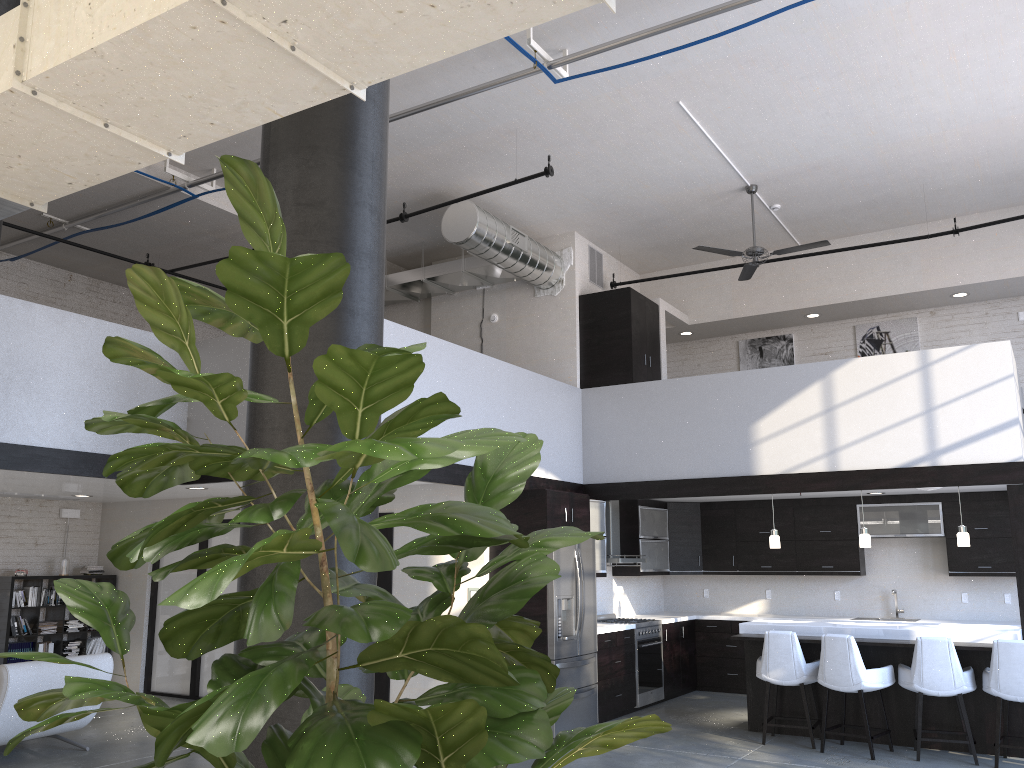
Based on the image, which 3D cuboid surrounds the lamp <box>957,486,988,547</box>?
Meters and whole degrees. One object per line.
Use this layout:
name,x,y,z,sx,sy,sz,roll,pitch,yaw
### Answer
lamp,4.597,1.322,8.865,0.124,0.622,1.952,-7,-13,31

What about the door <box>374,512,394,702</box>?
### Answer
door,-1.442,2.353,8.975,0.750,2.052,0.272,-7,-12,31

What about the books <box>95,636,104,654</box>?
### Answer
books,-5.050,3.197,10.808,0.162,0.224,0.097,-7,-13,31

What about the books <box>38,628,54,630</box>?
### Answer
books,-5.454,2.846,10.304,0.275,0.024,0.185,-7,-13,32

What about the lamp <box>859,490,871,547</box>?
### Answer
lamp,3.380,1.257,8.536,0.100,0.622,0.100,-8,-13,37

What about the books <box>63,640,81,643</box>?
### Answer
books,-5.238,3.054,10.509,0.260,0.010,0.150,-8,-14,36

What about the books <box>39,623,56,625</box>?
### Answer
books,-5.473,2.785,10.314,0.185,0.024,0.275,-9,-14,37

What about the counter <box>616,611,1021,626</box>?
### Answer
counter,3.372,2.666,9.928,4.241,0.044,1.713,-7,-13,31

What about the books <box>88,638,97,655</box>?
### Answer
books,-5.107,3.182,10.712,0.141,0.215,0.097,-7,-13,31

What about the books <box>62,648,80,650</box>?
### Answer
books,-5.247,3.137,10.489,0.198,0.010,0.139,-3,-12,12

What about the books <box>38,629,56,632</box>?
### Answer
books,-5.453,2.868,10.304,0.270,0.030,0.172,-7,-13,32

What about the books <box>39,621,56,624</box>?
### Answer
books,-5.470,2.773,10.312,0.185,0.019,0.279,-9,-14,38

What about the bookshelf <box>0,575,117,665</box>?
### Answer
bookshelf,-5.389,2.948,10.392,0.389,1.378,1.312,-7,-13,31

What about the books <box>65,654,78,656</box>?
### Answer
books,-5.246,3.196,10.479,0.202,0.010,0.121,-7,-13,31

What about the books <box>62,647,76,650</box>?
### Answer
books,-5.265,3.131,10.506,0.133,0.010,0.221,9,-15,-39

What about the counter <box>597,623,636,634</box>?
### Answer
counter,0.771,2.505,9.111,0.677,0.046,0.921,-7,-13,31

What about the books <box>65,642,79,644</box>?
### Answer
books,-5.262,3.066,10.517,0.220,0.010,0.134,-6,-13,28

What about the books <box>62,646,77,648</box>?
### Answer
books,-5.255,3.105,10.494,0.132,0.014,0.251,11,-16,-43

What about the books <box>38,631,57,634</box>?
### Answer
books,-5.452,2.883,10.298,0.275,0.028,0.185,-7,-13,32

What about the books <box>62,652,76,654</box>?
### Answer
books,-5.269,3.171,10.482,0.213,0.013,0.148,-10,-15,42

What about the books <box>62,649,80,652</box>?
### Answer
books,-5.253,3.155,10.491,0.221,0.023,0.131,-3,-12,14

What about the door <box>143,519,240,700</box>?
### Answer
door,-3.634,2.606,10.236,1.752,2.055,0.160,-7,-12,31

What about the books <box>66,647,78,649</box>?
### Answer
books,-5.238,3.121,10.509,0.117,0.010,0.257,9,-14,-37

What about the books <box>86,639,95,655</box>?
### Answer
books,-5.125,3.184,10.690,0.149,0.202,0.094,-7,-13,31

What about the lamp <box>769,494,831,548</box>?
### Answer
lamp,3.173,1.497,9.727,0.124,0.622,1.956,-7,-13,33

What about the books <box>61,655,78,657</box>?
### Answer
books,-5.259,3.212,10.486,0.211,0.017,0.150,-8,-14,33

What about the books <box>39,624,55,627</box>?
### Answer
books,-5.477,2.807,10.310,0.172,0.030,0.270,-9,-14,37

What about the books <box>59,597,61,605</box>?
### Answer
books,-5.354,2.518,10.448,0.107,0.168,0.008,-7,-12,31

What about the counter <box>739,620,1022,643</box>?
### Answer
counter,3.361,2.257,8.138,2.295,0.095,0.979,-7,-13,31

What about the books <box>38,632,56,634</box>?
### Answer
books,-5.459,2.890,10.288,0.275,0.014,0.185,-7,-13,32

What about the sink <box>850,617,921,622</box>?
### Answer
sink,4.201,2.731,9.959,0.677,0.168,0.476,-7,-13,31

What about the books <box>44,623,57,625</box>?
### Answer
books,-5.474,2.792,10.308,0.185,0.022,0.270,-9,-14,37

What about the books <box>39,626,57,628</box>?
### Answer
books,-5.473,2.823,10.309,0.185,0.028,0.275,-9,-14,37

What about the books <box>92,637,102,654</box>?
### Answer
books,-5.076,3.191,10.778,0.160,0.221,0.086,-7,-13,31

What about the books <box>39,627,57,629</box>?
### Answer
books,-5.457,2.834,10.303,0.275,0.019,0.185,-7,-13,32

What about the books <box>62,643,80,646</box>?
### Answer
books,-5.259,3.078,10.499,0.262,0.020,0.160,-7,-13,31

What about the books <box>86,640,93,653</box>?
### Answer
books,-5.141,3.181,10.654,0.149,0.194,0.118,-7,-13,31

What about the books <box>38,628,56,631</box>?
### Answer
books,-5.458,2.853,10.303,0.270,0.022,0.185,-7,-13,32

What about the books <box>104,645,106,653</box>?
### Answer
books,-4.994,3.215,10.817,0.111,0.192,0.025,-5,-12,26

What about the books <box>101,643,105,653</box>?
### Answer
books,-5.000,3.223,10.808,0.112,0.171,0.023,-6,-12,26

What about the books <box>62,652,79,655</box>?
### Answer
books,-5.257,3.183,10.474,0.204,0.013,0.162,-4,-12,20
